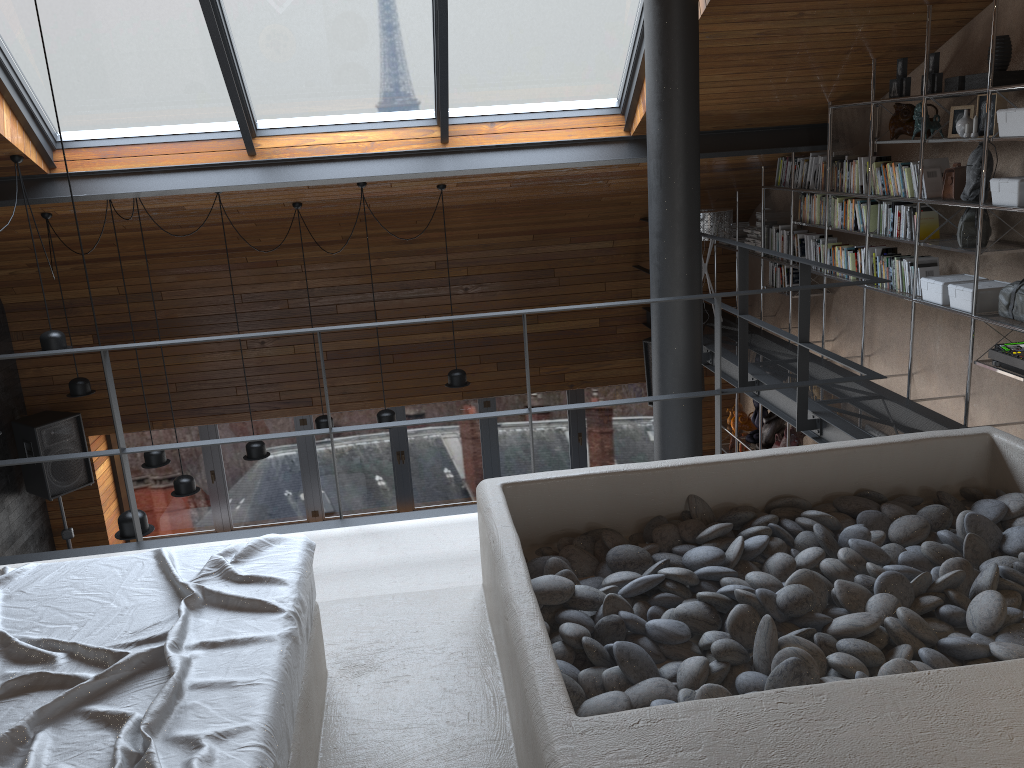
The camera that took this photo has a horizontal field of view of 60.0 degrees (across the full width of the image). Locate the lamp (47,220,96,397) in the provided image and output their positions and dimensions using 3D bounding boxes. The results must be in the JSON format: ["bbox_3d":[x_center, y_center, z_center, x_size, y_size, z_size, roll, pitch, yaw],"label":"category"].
[{"bbox_3d":[-3.406,-0.584,6.747,0.210,1.369,0.210,5,17,30],"label":"lamp"}]

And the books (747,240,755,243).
[{"bbox_3d":[2.214,-1.269,7.818,0.234,0.016,0.182,-4,15,-1],"label":"books"}]

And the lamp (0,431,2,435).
[{"bbox_3d":[-3.120,-0.590,4.873,0.210,1.853,0.210,5,17,30],"label":"lamp"}]

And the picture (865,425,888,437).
[{"bbox_3d":[2.682,0.675,6.509,0.136,0.625,0.544,-5,15,-6],"label":"picture"}]

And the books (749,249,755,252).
[{"bbox_3d":[2.204,-1.196,7.864,0.234,0.016,0.182,-5,15,-6],"label":"books"}]

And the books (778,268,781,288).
[{"bbox_3d":[2.243,-0.872,7.297,0.112,0.177,0.009,-5,15,-6],"label":"books"}]

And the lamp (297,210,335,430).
[{"bbox_3d":[-1.625,-0.578,7.150,0.210,2.002,0.210,5,17,30],"label":"lamp"}]

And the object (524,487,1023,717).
[{"bbox_3d":[0.897,0.599,2.392,1.842,0.246,1.436,-5,15,-6],"label":"object"}]

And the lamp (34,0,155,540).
[{"bbox_3d":[-2.223,-0.713,4.575,0.210,3.207,0.210,0,15,15],"label":"lamp"}]

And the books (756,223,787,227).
[{"bbox_3d":[2.202,-1.354,7.521,0.208,0.017,0.168,-5,15,-6],"label":"books"}]

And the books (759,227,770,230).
[{"bbox_3d":[2.226,-1.328,7.521,0.222,0.012,0.160,-4,15,-1],"label":"books"}]

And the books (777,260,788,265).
[{"bbox_3d":[2.243,-0.904,7.312,0.122,0.230,0.017,-5,15,-6],"label":"books"}]

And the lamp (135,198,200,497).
[{"bbox_3d":[-2.511,-0.289,6.339,0.210,2.272,0.210,5,17,30],"label":"lamp"}]

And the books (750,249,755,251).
[{"bbox_3d":[2.211,-1.207,7.846,0.234,0.016,0.182,-7,15,-11],"label":"books"}]

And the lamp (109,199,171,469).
[{"bbox_3d":[-2.757,-0.377,6.450,0.210,2.035,0.210,5,17,30],"label":"lamp"}]

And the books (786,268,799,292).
[{"bbox_3d":[2.277,-0.840,7.139,0.138,0.191,0.049,-5,15,-6],"label":"books"}]

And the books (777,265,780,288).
[{"bbox_3d":[2.239,-0.885,7.302,0.111,0.198,0.008,-5,15,-6],"label":"books"}]

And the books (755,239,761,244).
[{"bbox_3d":[2.222,-1.217,7.544,0.258,0.028,0.180,-4,15,-1],"label":"books"}]

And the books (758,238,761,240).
[{"bbox_3d":[2.228,-1.239,7.545,0.222,0.012,0.160,-7,15,-12],"label":"books"}]

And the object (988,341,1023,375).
[{"bbox_3d":[2.695,-0.127,4.527,0.320,0.114,0.405,-5,15,-6],"label":"object"}]

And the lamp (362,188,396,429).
[{"bbox_3d":[-1.065,-0.591,6.883,0.210,1.910,0.210,5,17,30],"label":"lamp"}]

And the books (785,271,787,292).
[{"bbox_3d":[2.275,-0.854,7.166,0.131,0.205,0.051,-5,15,-6],"label":"books"}]

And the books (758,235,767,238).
[{"bbox_3d":[2.232,-1.262,7.530,0.225,0.017,0.168,-5,15,-6],"label":"books"}]

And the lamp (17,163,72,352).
[{"bbox_3d":[-3.050,-0.807,5.689,0.210,1.206,0.210,5,17,30],"label":"lamp"}]

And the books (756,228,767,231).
[{"bbox_3d":[2.213,-1.315,7.528,0.254,0.012,0.158,-2,15,5],"label":"books"}]

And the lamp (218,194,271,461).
[{"bbox_3d":[-2.069,-0.413,6.704,0.210,2.033,0.210,5,17,30],"label":"lamp"}]

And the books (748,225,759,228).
[{"bbox_3d":[2.209,-1.391,7.808,0.206,0.012,0.161,-5,15,-6],"label":"books"}]

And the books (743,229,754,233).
[{"bbox_3d":[2.199,-1.357,7.809,0.268,0.025,0.176,-5,15,-6],"label":"books"}]

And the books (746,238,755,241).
[{"bbox_3d":[2.212,-1.284,7.813,0.234,0.016,0.182,-8,16,-16],"label":"books"}]

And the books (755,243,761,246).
[{"bbox_3d":[2.231,-1.197,7.550,0.258,0.016,0.181,-5,15,-5],"label":"books"}]

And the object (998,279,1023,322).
[{"bbox_3d":[2.636,-0.431,4.464,0.166,0.247,0.376,-6,15,-9],"label":"object"}]

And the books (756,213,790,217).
[{"bbox_3d":[2.209,-1.434,7.505,0.228,0.016,0.182,-5,15,-6],"label":"books"}]

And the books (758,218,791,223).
[{"bbox_3d":[2.233,-1.391,7.502,0.234,0.028,0.180,-5,15,-6],"label":"books"}]

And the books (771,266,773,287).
[{"bbox_3d":[2.231,-0.903,7.425,0.119,0.171,0.014,-5,15,-6],"label":"books"}]

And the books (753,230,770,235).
[{"bbox_3d":[2.217,-1.294,7.523,0.288,0.025,0.175,-4,15,-1],"label":"books"}]

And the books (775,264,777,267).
[{"bbox_3d":[2.238,-0.899,7.355,0.111,0.198,0.008,-5,15,-6],"label":"books"}]

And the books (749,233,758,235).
[{"bbox_3d":[2.218,-1.333,7.827,0.208,0.013,0.161,-4,15,-1],"label":"books"}]

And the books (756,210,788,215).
[{"bbox_3d":[2.213,-1.452,7.512,0.228,0.016,0.182,-5,15,-6],"label":"books"}]

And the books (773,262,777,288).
[{"bbox_3d":[2.254,-0.921,7.386,0.161,0.223,0.017,-5,15,-6],"label":"books"}]

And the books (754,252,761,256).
[{"bbox_3d":[2.224,-1.121,7.582,0.252,0.016,0.182,-4,15,-1],"label":"books"}]

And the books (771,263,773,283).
[{"bbox_3d":[2.234,-0.921,7.434,0.127,0.201,0.011,-5,15,-6],"label":"books"}]

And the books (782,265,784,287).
[{"bbox_3d":[2.266,-0.871,7.235,0.123,0.203,0.054,-5,15,-6],"label":"books"}]

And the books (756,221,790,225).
[{"bbox_3d":[2.211,-1.367,7.504,0.228,0.016,0.182,-5,15,-6],"label":"books"}]

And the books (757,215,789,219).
[{"bbox_3d":[2.209,-1.415,7.509,0.216,0.021,0.174,-5,15,-6],"label":"books"}]

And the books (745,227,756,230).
[{"bbox_3d":[2.194,-1.378,7.813,0.231,0.012,0.159,-4,15,-1],"label":"books"}]

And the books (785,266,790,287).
[{"bbox_3d":[2.276,-0.855,7.152,0.137,0.216,0.049,-5,15,-6],"label":"books"}]

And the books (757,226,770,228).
[{"bbox_3d":[2.208,-1.342,7.533,0.201,0.012,0.161,-5,15,-6],"label":"books"}]

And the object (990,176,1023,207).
[{"bbox_3d":[2.589,-0.968,4.436,0.295,0.136,0.228,-5,15,-6],"label":"object"}]

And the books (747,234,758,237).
[{"bbox_3d":[2.209,-1.320,7.827,0.206,0.012,0.161,-8,16,-16],"label":"books"}]

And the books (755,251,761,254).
[{"bbox_3d":[2.229,-1.132,7.563,0.247,0.016,0.182,-5,15,-6],"label":"books"}]

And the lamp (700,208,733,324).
[{"bbox_3d":[1.692,-1.015,7.778,0.475,1.001,0.476,1,16,17],"label":"lamp"}]

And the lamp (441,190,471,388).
[{"bbox_3d":[-0.495,-0.750,7.083,0.210,1.565,0.210,5,17,30],"label":"lamp"}]

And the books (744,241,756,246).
[{"bbox_3d":[2.206,-1.250,7.837,0.240,0.028,0.180,-8,16,-16],"label":"books"}]

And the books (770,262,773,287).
[{"bbox_3d":[2.225,-0.923,7.444,0.127,0.201,0.011,-5,15,-6],"label":"books"}]

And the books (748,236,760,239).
[{"bbox_3d":[2.218,-1.304,7.823,0.213,0.017,0.168,-7,15,-11],"label":"books"}]
